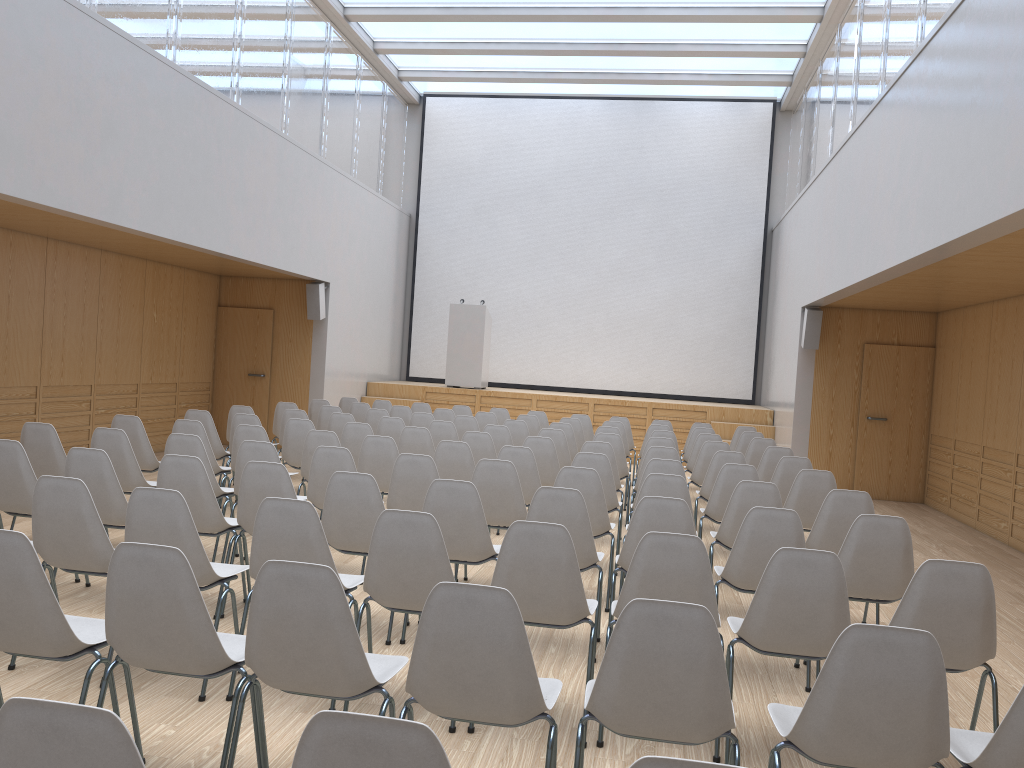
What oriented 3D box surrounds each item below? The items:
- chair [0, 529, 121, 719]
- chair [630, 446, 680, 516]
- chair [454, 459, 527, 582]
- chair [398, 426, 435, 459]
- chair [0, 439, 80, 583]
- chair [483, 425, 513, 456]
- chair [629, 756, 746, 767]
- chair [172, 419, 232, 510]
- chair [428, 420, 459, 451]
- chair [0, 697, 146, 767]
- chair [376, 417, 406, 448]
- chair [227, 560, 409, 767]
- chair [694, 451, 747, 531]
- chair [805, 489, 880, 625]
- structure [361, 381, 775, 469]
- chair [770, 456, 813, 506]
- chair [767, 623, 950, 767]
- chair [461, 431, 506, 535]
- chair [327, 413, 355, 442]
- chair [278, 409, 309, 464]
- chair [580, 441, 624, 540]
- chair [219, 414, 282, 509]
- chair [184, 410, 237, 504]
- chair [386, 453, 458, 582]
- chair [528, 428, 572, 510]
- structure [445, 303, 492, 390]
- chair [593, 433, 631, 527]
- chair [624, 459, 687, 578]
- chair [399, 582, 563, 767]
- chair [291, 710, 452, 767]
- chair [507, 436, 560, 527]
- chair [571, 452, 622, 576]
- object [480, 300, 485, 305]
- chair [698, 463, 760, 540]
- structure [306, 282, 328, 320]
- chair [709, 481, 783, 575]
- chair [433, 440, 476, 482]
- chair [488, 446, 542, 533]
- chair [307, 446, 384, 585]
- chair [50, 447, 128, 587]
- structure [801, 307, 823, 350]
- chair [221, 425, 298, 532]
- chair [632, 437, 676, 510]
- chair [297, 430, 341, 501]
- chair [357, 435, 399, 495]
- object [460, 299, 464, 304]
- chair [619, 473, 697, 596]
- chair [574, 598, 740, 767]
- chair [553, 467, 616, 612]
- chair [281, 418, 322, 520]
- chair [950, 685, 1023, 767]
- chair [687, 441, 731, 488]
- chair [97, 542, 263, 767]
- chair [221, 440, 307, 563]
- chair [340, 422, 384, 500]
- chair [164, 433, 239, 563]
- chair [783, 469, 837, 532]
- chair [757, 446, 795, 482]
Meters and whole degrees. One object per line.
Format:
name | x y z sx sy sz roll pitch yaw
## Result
chair | -1.576 0.878 2.987 0.479 0.876 0.505 4 2 9
chair | 1.251 0.948 7.534 0.479 0.876 0.505 4 2 9
chair | -0.087 0.905 5.794 0.479 0.876 0.505 4 2 9
chair | -0.819 0.805 7.938 0.479 0.876 0.505 4 2 9
chair | -2.832 0.742 5.215 0.479 0.876 0.505 4 2 9
chair | -0.135 0.828 8.771 0.479 0.876 0.505 4 2 9
chair | 0.316 1.033 1.668 0.479 0.876 0.505 4 2 9
chair | -2.517 0.714 7.190 0.479 0.876 0.505 4 2 9
chair | -0.663 0.792 8.878 0.479 0.876 0.505 4 2 9
chair | -0.740 0.963 1.737 0.479 0.876 0.505 4 2 9
chair | -1.164 0.758 8.938 0.479 0.876 0.505 4 2 9
chair | -0.602 0.945 2.811 0.479 0.876 0.505 4 2 9
chair | 1.792 0.984 7.506 0.479 0.876 0.505 4 2 9
chair | 1.970 1.048 5.392 0.479 0.876 0.505 4 2 9
structure | 0.886 0.691 14.794 6.551 1.027 2.728 4 1 9
chair | 2.301 1.019 7.406 0.479 0.876 0.505 4 2 9
chair | 0.985 1.055 2.534 0.479 0.876 0.505 4 2 9
chair | -0.282 0.842 7.842 0.479 0.876 0.505 4 2 9
chair | -1.675 0.722 9.061 0.479 0.876 0.505 4 2 9
chair | -2.164 0.688 9.159 0.479 0.876 0.505 4 2 9
chair | 0.728 0.912 7.640 0.479 0.876 0.505 4 2 9
chair | -2.355 0.700 8.158 0.479 0.876 0.505 4 2 9
chair | -2.821 0.668 8.262 0.479 0.876 0.505 4 2 9
chair | -0.591 0.872 5.807 0.479 0.876 0.505 4 2 9
chair | 0.397 0.863 8.755 0.479 0.876 0.505 4 2 9
structure | -0.715 -0.619 14.809 0.605 1.379 0.605 4 2 9
chair | 0.925 0.900 8.641 0.479 0.876 0.505 4 2 9
chair | 1.094 0.964 6.505 0.479 0.876 0.505 4 2 9
chair | -0.094 0.981 2.688 0.479 0.876 0.505 4 2 9
chair | -0.224 0.996 1.765 0.479 0.876 0.505 4 2 9
chair | 0.243 0.878 7.738 0.479 0.876 0.505 4 2 9
chair | 0.587 0.928 6.629 0.479 0.876 0.505 4 2 9
object | -0.496 -1.247 14.697 0.166 0.305 0.252 3 2 -19
chair | 1.616 0.997 6.503 0.479 0.876 0.505 4 2 9
structure | -2.786 -1.182 12.641 0.196 0.542 0.368 4 2 9
chair | 1.475 1.012 5.532 0.479 0.876 0.505 4 2 9
chair | -0.420 0.857 6.851 0.479 0.876 0.505 4 2 9
chair | 0.047 0.890 6.757 0.479 0.876 0.505 4 2 9
chair | -1.134 0.834 5.935 0.479 0.876 0.505 4 2 9
chair | -2.289 0.781 5.068 0.479 0.876 0.505 4 2 9
structure | 3.905 -0.723 11.559 0.196 0.542 0.368 4 2 9
chair | -2.000 0.749 7.088 0.479 0.876 0.505 4 2 9
chair | 1.407 0.933 8.543 0.479 0.876 0.505 4 2 9
chair | -1.436 0.787 7.025 0.479 0.876 0.505 4 2 9
chair | -0.978 0.821 6.882 0.479 0.876 0.505 4 2 9
object | -0.838 -1.270 14.753 0.166 0.305 0.252 3 2 -19
chair | 0.941 0.976 5.600 0.479 0.876 0.505 4 2 9
chair | 0.435 1.016 2.643 0.479 0.876 0.505 4 2 9
chair | 0.422 0.941 5.664 0.479 0.876 0.505 4 2 9
chair | -1.836 0.738 7.992 0.479 0.876 0.505 4 2 9
chair | 1.449 1.087 2.438 0.479 0.876 0.505 4 2 9
chair | 1.918 0.967 8.509 0.479 0.876 0.505 4 2 9
chair | -1.074 0.912 2.915 0.479 0.876 0.505 4 2 9
chair | -1.627 0.801 5.974 0.479 0.876 0.505 4 2 9
chair | -1.332 0.770 7.993 0.479 0.876 0.505 4 2 9
chair | -2.152 0.764 6.118 0.479 0.876 0.505 4 2 9
chair | 2.138 1.032 6.447 0.479 0.876 0.505 4 2 9
chair | 2.456 1.006 8.352 0.479 0.876 0.505 4 2 9
